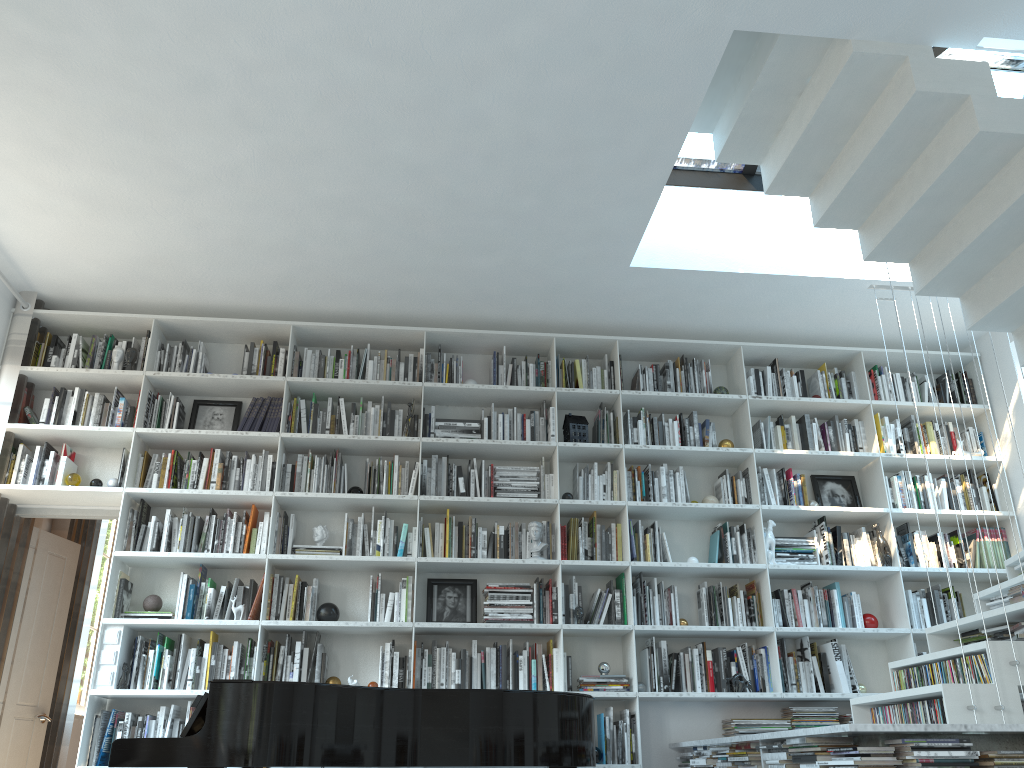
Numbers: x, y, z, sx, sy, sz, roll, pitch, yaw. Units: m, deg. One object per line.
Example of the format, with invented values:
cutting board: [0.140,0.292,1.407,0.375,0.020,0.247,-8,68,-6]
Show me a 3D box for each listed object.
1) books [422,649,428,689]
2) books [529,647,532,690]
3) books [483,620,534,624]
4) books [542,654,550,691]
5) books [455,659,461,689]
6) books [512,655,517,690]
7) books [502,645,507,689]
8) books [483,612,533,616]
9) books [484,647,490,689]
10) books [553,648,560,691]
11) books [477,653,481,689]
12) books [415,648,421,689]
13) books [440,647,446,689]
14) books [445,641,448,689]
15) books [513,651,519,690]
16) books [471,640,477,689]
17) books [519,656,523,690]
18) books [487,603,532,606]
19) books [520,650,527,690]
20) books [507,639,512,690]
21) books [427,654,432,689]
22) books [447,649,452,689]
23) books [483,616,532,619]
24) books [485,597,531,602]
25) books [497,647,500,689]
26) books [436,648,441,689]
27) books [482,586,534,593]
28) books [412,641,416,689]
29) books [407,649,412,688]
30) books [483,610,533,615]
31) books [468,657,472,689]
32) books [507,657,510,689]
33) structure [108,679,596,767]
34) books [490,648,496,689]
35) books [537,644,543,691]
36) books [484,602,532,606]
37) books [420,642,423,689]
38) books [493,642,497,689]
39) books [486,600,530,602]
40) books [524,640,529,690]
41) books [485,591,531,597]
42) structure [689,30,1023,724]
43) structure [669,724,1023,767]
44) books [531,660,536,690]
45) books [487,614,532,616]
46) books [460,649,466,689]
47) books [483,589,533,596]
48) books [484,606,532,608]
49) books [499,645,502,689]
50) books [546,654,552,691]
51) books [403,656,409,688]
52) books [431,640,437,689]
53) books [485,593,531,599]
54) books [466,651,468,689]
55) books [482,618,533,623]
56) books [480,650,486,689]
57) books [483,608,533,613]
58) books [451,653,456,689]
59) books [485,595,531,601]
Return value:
books: [-0.498,1.645,5.057,0.027,0.233,0.168,2,-23,-6]
books: [0.097,1.668,5.142,0.014,0.255,0.145,2,-23,-6]
books: [-0.025,1.411,5.223,0.285,0.012,0.160,4,-24,-10]
books: [0.186,1.682,5.121,0.042,0.211,0.170,2,-23,-6]
books: [-0.312,1.673,5.061,0.029,0.183,0.175,2,-23,-6]
books: [0.005,1.679,5.106,0.024,0.206,0.184,2,-23,-6]
books: [-0.053,1.650,5.110,0.028,0.263,0.162,2,-23,-6]
books: [-0.026,1.373,5.252,0.285,0.012,0.160,2,-24,-6]
books: [-0.143,1.661,5.124,0.025,0.253,0.137,2,-23,-6]
books: [0.246,1.667,5.130,0.033,0.245,0.177,2,-23,-6]
books: [-0.197,1.672,5.104,0.025,0.219,0.141,2,-23,-6]
books: [-0.539,1.646,5.071,0.029,0.243,0.154,2,-23,-6]
books: [-0.397,1.646,5.075,0.027,0.244,0.180,2,-23,-6]
books: [-0.377,1.629,5.081,0.013,0.281,0.167,2,-23,-6]
books: [0.023,1.671,5.124,0.014,0.234,0.155,2,-23,-6]
books: [-0.221,1.635,5.108,0.026,0.290,0.152,2,-23,-6]
books: [0.043,1.681,5.109,0.023,0.203,0.168,2,-23,-6]
books: [-0.025,1.325,5.261,0.254,0.012,0.161,4,-24,-10]
books: [0.066,1.668,5.117,0.023,0.233,0.175,2,-23,-6]
books: [-0.013,1.638,5.124,0.012,0.295,0.178,2,-23,-6]
books: [-0.474,1.662,5.066,0.024,0.207,0.170,2,-23,-6]
books: [-0.362,1.654,5.092,0.021,0.243,0.142,2,-23,-6]
books: [-0.025,1.389,5.232,0.285,0.012,0.160,0,-24,-1]
books: [-0.026,1.293,5.279,0.254,0.012,0.161,4,-24,-9]
books: [-0.085,1.661,5.121,0.011,0.250,0.159,2,-23,-6]
books: [-0.425,1.651,5.089,0.024,0.246,0.132,2,-23,-6]
books: [-0.026,1.235,5.298,0.285,0.012,0.160,4,-24,-10]
books: [-0.560,1.627,5.080,0.012,0.284,0.160,2,-23,-6]
books: [-0.586,1.654,5.087,0.019,0.241,0.108,2,-23,-6]
books: [-0.026,1.361,5.255,0.285,0.012,0.160,2,-24,-5]
books: [-0.244,1.672,5.074,0.023,0.195,0.166,2,-23,-6]
books: [-0.031,1.685,5.114,0.021,0.202,0.129,2,-23,-6]
structure: [-0.545,1.755,3.791,1.918,0.829,1.340,2,-24,-6]
books: [-0.115,1.656,5.100,0.026,0.244,0.192,2,-23,-6]
books: [0.151,1.657,5.139,0.026,0.271,0.176,2,-23,-6]
books: [-0.025,1.313,5.265,0.285,0.012,0.160,0,-24,-1]
books: [-0.518,1.629,5.073,0.011,0.274,0.146,2,-23,-6]
books: [-0.098,1.648,5.132,0.014,0.285,0.135,2,-23,-6]
books: [-0.026,1.304,5.274,0.254,0.012,0.161,1,-24,-3]
books: [0.083,1.647,5.141,0.014,0.292,0.138,2,-23,-6]
books: [-0.026,1.258,5.291,0.254,0.012,0.161,4,-24,-9]
structure: [2.100,0.119,4.054,2.613,3.366,1.963,2,-23,-6]
structure: [1.930,1.817,3.726,2.899,0.656,3.127,2,-24,-6]
books: [0.118,1.692,5.107,0.023,0.182,0.169,2,-23,-6]
books: [-0.025,1.379,5.237,0.254,0.012,0.161,4,-24,-10]
books: [-0.284,1.652,5.081,0.029,0.237,0.166,2,-23,-6]
books: [-0.026,1.249,5.300,0.285,0.012,0.160,1,-24,-4]
books: [-0.025,1.335,5.255,0.285,0.012,0.160,0,-24,-1]
books: [-0.073,1.653,5.114,0.010,0.260,0.182,2,-23,-6]
books: [0.213,1.681,5.126,0.011,0.215,0.167,2,-23,-6]
books: [-0.605,1.661,5.052,0.024,0.200,0.159,2,-23,-6]
books: [-0.451,1.633,5.100,0.027,0.289,0.141,2,-23,-6]
books: [-0.026,1.270,5.288,0.254,0.012,0.161,4,-24,-9]
books: [-0.264,1.661,5.091,0.013,0.229,0.139,2,-23,-6]
books: [-0.026,1.404,5.236,0.285,0.012,0.160,3,-24,-7]
books: [-0.169,1.662,5.104,0.031,0.236,0.159,2,-23,-6]
books: [-0.026,1.349,5.257,0.285,0.012,0.160,1,-24,-4]
books: [-0.338,1.658,5.069,0.023,0.216,0.175,2,-23,-6]
books: [-0.026,1.281,5.281,0.254,0.012,0.161,4,-24,-9]
